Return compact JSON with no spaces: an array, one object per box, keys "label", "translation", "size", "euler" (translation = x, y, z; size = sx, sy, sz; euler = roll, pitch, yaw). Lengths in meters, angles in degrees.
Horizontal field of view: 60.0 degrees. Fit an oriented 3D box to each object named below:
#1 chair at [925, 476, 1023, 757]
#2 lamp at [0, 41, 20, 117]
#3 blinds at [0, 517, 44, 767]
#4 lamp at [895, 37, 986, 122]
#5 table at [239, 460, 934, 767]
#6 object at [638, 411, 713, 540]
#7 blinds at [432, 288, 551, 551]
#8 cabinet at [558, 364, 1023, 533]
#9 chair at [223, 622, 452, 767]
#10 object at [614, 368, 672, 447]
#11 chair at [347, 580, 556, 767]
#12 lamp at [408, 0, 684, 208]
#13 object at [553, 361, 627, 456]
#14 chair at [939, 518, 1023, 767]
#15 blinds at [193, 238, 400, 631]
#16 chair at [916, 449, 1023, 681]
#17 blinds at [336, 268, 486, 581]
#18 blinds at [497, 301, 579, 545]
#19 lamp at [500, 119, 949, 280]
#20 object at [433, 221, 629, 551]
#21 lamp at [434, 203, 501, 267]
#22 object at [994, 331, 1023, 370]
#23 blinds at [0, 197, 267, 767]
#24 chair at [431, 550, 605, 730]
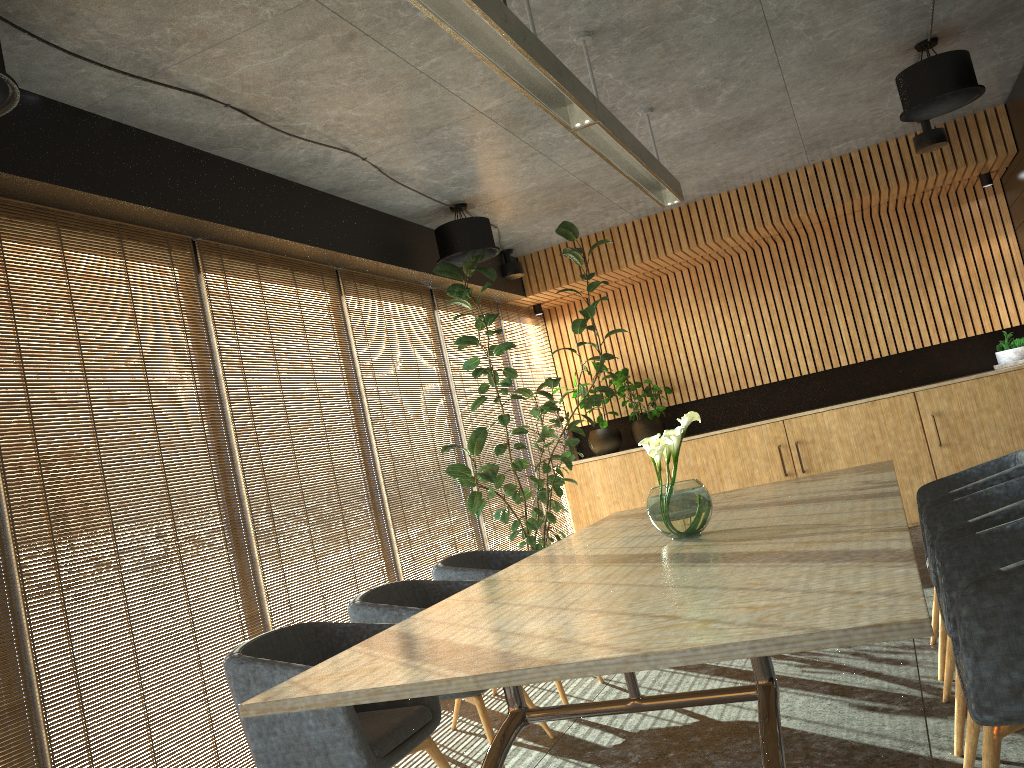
[{"label":"chair","translation":[2.006,0.840,3.490],"size":[0.761,0.944,0.706],"euler":[-14,-5,22]},{"label":"lamp","translation":[-2.008,-1.190,3.032],"size":[0.513,0.497,0.513],"euler":[-13,-5,10]},{"label":"blinds","translation":[-2.329,0.645,2.939],"size":[0.039,3.038,1.422],"euler":[-14,-5,22]},{"label":"lamp","translation":[2.743,-2.014,5.768],"size":[0.513,0.497,0.513],"euler":[-9,-6,-39]},{"label":"table","translation":[0.889,1.136,3.948],"size":[1.816,0.927,3.932],"euler":[-14,-5,22]},{"label":"object","translation":[0.734,0.421,4.031],"size":[0.295,0.546,0.322],"euler":[-16,-6,31]},{"label":"blinds","translation":[-0.108,0.619,8.381],"size":[0.039,3.038,1.422],"euler":[-14,-5,22]},{"label":"cabinet","translation":[2.970,0.945,9.142],"size":[4.954,1.272,1.006],"euler":[-14,-5,22]},{"label":"chair","translation":[-0.675,1.449,3.616],"size":[0.761,0.944,0.706],"euler":[-14,-5,22]},{"label":"object","translation":[1.383,0.240,9.676],"size":[0.679,0.880,0.512],"euler":[-15,-5,25]},{"label":"chair","translation":[-0.335,1.445,4.449],"size":[0.761,0.944,0.706],"euler":[-14,-5,22]},{"label":"lamp","translation":[0.276,-1.510,4.199],"size":[0.151,0.618,4.009],"euler":[-14,-5,22]},{"label":"object","translation":[0.908,0.275,9.887],"size":[0.640,1.054,0.666],"euler":[-10,-5,-27]},{"label":"chair","translation":[1.666,0.844,2.658],"size":[0.761,0.944,0.706],"euler":[-14,-5,22]},{"label":"blinds","translation":[-1.228,0.632,5.639],"size":[0.039,3.038,1.422],"euler":[-14,-5,22]},{"label":"chair","translation":[2.346,0.836,4.323],"size":[0.761,0.944,0.706],"euler":[-14,-5,22]},{"label":"blinds","translation":[-0.673,0.626,6.998],"size":[0.039,3.038,1.422],"euler":[-14,-5,22]},{"label":"blinds","translation":[0.447,0.613,9.740],"size":[0.039,3.038,1.422],"euler":[-14,-5,22]},{"label":"lamp","translation":[1.734,-1.669,8.186],"size":[4.179,0.294,0.257],"euler":[-14,-5,22]},{"label":"object","translation":[0.071,0.442,7.728],"size":[1.875,3.266,1.958],"euler":[-10,-6,-30]},{"label":"lamp","translation":[-0.387,-1.205,7.049],"size":[0.513,0.497,0.513],"euler":[-12,-5,-8]},{"label":"object","translation":[4.779,-0.346,8.475],"size":[0.384,0.347,0.384],"euler":[-8,-7,-46]},{"label":"blinds","translation":[-2.392,0.576,1.756],"size":[1.388,3.075,6.486],"euler":[-13,-5,3]},{"label":"chair","translation":[0.005,1.441,5.282],"size":[0.761,0.944,0.706],"euler":[-14,-5,22]}]
